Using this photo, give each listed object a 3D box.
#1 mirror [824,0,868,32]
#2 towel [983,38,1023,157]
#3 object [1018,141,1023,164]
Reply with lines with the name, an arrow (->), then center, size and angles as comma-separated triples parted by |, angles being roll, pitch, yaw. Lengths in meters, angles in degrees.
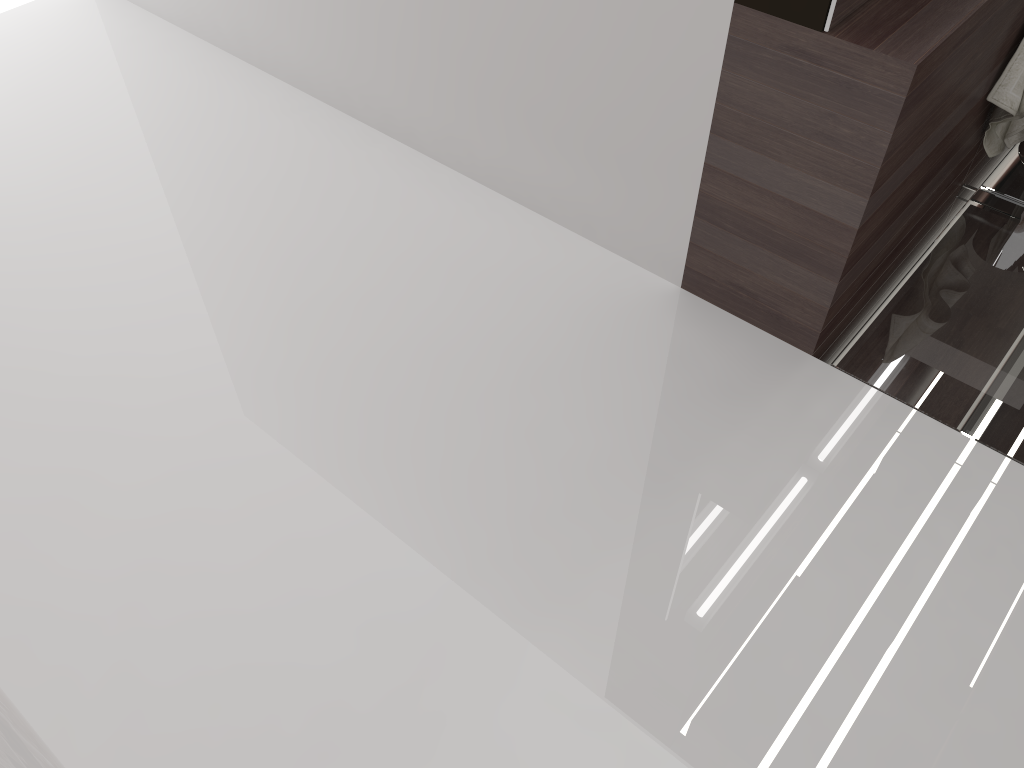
mirror -> 3.836, -1.455, 1.805 | 4.126, 0.916, 5.081 | 33, 56, 26
towel -> 1.439, -0.859, 2.374 | 0.156, 0.678, 0.368 | 33, 56, 26
object -> 1.734, -0.825, 2.701 | 0.237, 0.358, 0.237 | -13, 50, -11
